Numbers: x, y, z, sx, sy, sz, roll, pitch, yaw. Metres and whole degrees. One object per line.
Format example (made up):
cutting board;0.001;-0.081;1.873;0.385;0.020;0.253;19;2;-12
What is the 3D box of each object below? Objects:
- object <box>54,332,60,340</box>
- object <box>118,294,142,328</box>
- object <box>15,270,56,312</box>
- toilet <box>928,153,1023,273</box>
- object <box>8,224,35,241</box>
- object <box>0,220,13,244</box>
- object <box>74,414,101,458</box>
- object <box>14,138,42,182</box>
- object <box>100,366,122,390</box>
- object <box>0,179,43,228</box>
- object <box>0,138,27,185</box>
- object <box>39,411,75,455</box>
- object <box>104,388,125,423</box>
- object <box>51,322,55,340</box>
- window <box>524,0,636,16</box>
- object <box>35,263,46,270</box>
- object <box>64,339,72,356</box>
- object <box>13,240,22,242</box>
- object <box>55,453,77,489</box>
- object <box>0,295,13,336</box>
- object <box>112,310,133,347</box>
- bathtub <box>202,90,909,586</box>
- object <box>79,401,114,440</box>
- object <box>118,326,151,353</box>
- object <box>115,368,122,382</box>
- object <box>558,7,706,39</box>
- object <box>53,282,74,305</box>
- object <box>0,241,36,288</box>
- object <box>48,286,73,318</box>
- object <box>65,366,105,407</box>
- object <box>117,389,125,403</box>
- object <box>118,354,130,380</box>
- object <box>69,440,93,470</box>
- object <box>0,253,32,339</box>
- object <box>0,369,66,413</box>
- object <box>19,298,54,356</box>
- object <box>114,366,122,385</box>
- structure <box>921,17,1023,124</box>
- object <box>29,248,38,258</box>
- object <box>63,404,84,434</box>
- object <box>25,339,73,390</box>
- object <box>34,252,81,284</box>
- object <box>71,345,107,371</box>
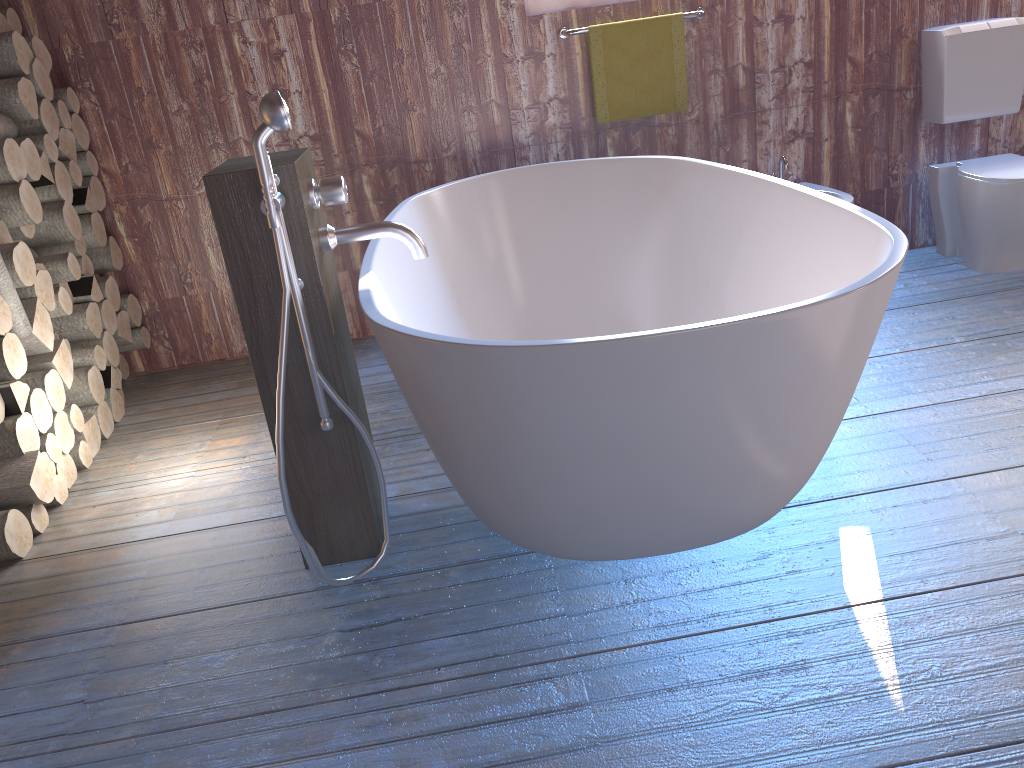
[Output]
object;-1.679;-0.141;3.116;0.156;0.061;0.057;-10;22;-3
object;-1.744;-0.269;3.585;0.439;0.152;0.147;-9;22;-2
object;-1.716;-0.265;2.823;0.458;0.148;0.139;-9;22;-2
toilet;1.943;-0.662;3.493;0.375;0.400;0.534;-9;22;-2
object;-1.742;-0.517;2.914;0.291;0.123;0.115;-9;22;-2
object;-1.733;-0.426;2.758;0.301;0.113;0.111;-10;22;-3
object;-1.654;0.219;2.988;0.482;0.129;0.143;-10;22;-4
object;-1.778;-0.699;2.871;0.440;0.147;0.138;-9;22;-2
object;-1.674;0.015;3.253;0.423;0.125;0.107;-10;22;-4
object;-1.742;-0.540;2.800;0.437;0.143;0.141;-10;22;-4
object;-1.767;-0.670;2.759;0.439;0.145;0.135;-9;22;-2
object;-1.621;0.187;2.771;0.437;0.133;0.137;-10;22;-4
object;-1.676;0.113;3.243;0.455;0.137;0.139;-10;22;-4
object;-1.695;-0.144;2.946;0.303;0.120;0.114;-9;22;-2
window;0.627;-1.810;3.401;1.255;0.587;0.054;-9;22;-2
object;-1.720;-0.327;2.953;0.303;0.120;0.114;-9;22;-2
object;-1.683;-0.079;3.041;0.303;0.120;0.114;-9;22;-2
object;-1.839;-0.442;3.011;0.321;0.127;0.104;-9;22;-2
object;-1.595;0.304;2.761;0.410;0.134;0.132;-10;22;-4
object;-1.677;-0.166;2.496;0.455;0.137;0.139;-10;22;-4
object;-1.746;-0.168;3.453;0.481;0.152;0.169;-10;22;-3
bathtub;0.227;-0.349;2.409;1.460;1.109;1.935;-1;23;17
object;-1.648;0.160;3.114;0.437;0.133;0.137;-10;22;-4
object;-1.727;-0.162;3.651;0.438;0.109;0.102;-9;22;-2
object;-1.678;-0.006;3.352;0.378;0.071;0.065;-9;22;-2
object;0.471;-1.386;3.405;0.581;0.043;0.091;-9;22;-2
object;-1.724;-0.294;3.119;0.301;0.113;0.111;-10;22;-4
object;-1.706;-0.335;2.701;0.440;0.147;0.138;-9;22;-2
object;-1.696;-0.238;2.925;0.437;0.100;0.098;-10;22;-4
object;-1.666;0.042;3.085;0.437;0.133;0.137;-10;22;-4
object;-1.647;0.068;3.367;0.301;0.113;0.114;-10;22;-5
object;-1.764;-0.046;3.680;0.301;0.113;0.114;-10;22;-5
object;-1.608;0.269;2.883;0.437;0.100;0.098;-10;22;-4
object;-1.517;-0.277;2.605;0.109;0.298;0.147;-8;22;0
object;-1.641;0.060;2.757;0.437;0.133;0.137;-10;22;-4
object;-1.699;-0.133;2.746;0.483;0.174;0.155;-10;22;-4
object;-1.738;-0.002;3.568;0.289;0.117;0.116;-10;22;-5
structure;1.849;-1.254;3.547;0.358;0.363;0.182;-9;22;-2
object;-1.839;-0.402;3.142;0.289;0.118;0.116;-10;22;-5
object;-1.627;0.149;2.864;0.437;0.100;0.098;-10;22;-4
object;-1.684;-0.016;2.853;0.483;0.150;0.151;-10;22;-4
object;-1.727;-0.369;3.047;0.437;0.100;0.098;-10;22;-4
object;-1.678;-0.063;3.142;0.438;0.109;0.102;-9;22;-2
